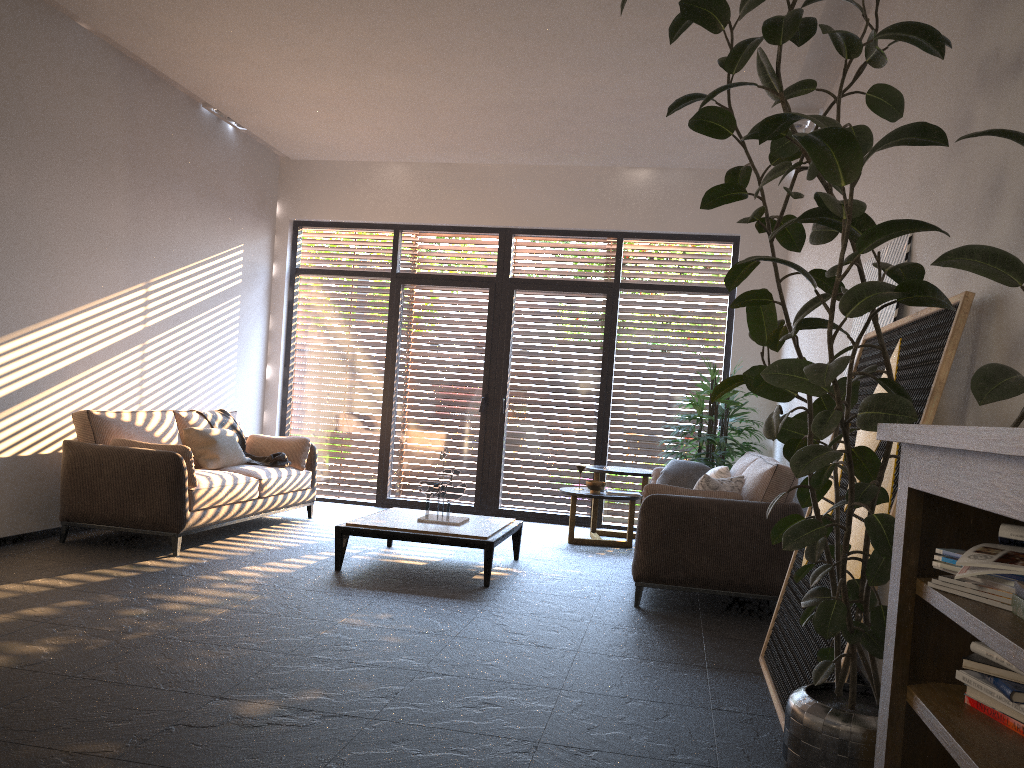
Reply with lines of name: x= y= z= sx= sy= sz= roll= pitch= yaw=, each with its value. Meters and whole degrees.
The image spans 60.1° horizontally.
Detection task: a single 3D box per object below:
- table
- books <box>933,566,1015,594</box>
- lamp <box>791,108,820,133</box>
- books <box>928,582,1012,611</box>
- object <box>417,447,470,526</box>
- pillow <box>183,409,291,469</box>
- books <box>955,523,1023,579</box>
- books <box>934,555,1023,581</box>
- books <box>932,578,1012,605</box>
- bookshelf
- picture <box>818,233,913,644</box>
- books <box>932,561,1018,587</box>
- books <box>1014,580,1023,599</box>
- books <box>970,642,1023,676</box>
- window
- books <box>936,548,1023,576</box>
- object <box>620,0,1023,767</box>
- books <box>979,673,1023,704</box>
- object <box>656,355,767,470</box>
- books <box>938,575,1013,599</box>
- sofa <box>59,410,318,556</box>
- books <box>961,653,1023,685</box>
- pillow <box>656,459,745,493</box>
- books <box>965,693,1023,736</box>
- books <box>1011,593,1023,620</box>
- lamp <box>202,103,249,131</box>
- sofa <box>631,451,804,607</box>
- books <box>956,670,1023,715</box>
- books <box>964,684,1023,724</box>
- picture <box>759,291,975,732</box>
table: x=-0.538 y=1.106 z=6.171 sx=1.048 sy=0.307 sz=1.116 roll=4 pitch=-1 yaw=10
books: x=1.012 y=0.381 z=1.681 sx=0.253 sy=0.011 sz=0.318 roll=4 pitch=-1 yaw=-8
lamp: x=2.258 y=-2.075 z=7.028 sx=0.253 sy=0.066 sz=0.645 roll=4 pitch=-1 yaw=11
books: x=1.001 y=0.412 z=1.664 sx=0.253 sy=0.011 sz=0.318 roll=4 pitch=-1 yaw=-16
object: x=-1.924 y=-1.486 z=2.138 sx=0.365 sy=4.479 sz=8.914 roll=5 pitch=0 yaw=22
pillow: x=-2.501 y=0.571 z=7.497 sx=0.953 sy=0.709 sz=1.019 roll=4 pitch=0 yaw=35
books: x=1.021 y=0.335 z=1.608 sx=0.273 sy=0.109 sz=0.321 roll=5 pitch=-1 yaw=-45
books: x=1.023 y=0.360 z=1.680 sx=0.253 sy=0.011 sz=0.318 roll=5 pitch=-1 yaw=-18
books: x=1.007 y=0.401 z=1.654 sx=0.253 sy=0.011 sz=0.318 roll=5 pitch=-1 yaw=-20
bookshelf: x=0.836 y=0.654 z=1.047 sx=0.450 sy=1.173 sz=1.919 roll=4 pitch=0 yaw=11
picture: x=1.593 y=0.356 z=4.221 sx=0.207 sy=2.022 sz=0.957 roll=4 pitch=1 yaw=11
books: x=1.012 y=0.370 z=1.664 sx=0.253 sy=0.011 sz=0.318 roll=5 pitch=-1 yaw=-18
books: x=0.954 y=0.365 z=1.461 sx=0.166 sy=0.024 sz=0.227 roll=4 pitch=-1 yaw=15
books: x=1.011 y=0.534 z=1.694 sx=0.155 sy=0.020 sz=0.205 roll=4 pitch=-1 yaw=-5
window: x=-0.129 y=-0.135 z=9.069 sx=4.938 sy=3.033 sz=0.459 roll=4 pitch=2 yaw=10
books: x=1.026 y=0.350 z=1.688 sx=0.253 sy=0.011 sz=0.318 roll=4 pitch=-1 yaw=-13
object: x=0.916 y=-0.320 z=2.473 sx=0.908 sy=3.204 sz=2.008 roll=4 pitch=1 yaw=-12
books: x=1.007 y=0.578 z=1.709 sx=0.162 sy=0.023 sz=0.231 roll=4 pitch=-1 yaw=11
object: x=1.773 y=0.603 z=7.855 sx=0.980 sy=1.725 sz=0.911 roll=4 pitch=1 yaw=-24
books: x=1.013 y=0.391 z=1.637 sx=0.253 sy=0.011 sz=0.318 roll=5 pitch=-1 yaw=-23
sofa: x=-2.423 y=0.685 z=6.981 sx=0.992 sy=0.920 sz=2.321 roll=4 pitch=-1 yaw=11
books: x=1.006 y=0.555 z=1.701 sx=0.147 sy=0.023 sz=0.220 roll=5 pitch=-2 yaw=-38
pillow: x=1.310 y=0.751 z=6.331 sx=0.618 sy=0.343 sz=1.893 roll=4 pitch=-1 yaw=11
books: x=1.009 y=0.641 z=1.696 sx=0.159 sy=0.021 sz=0.224 roll=4 pitch=-1 yaw=-4
books: x=0.955 y=0.393 z=1.452 sx=0.179 sy=0.034 sz=0.243 roll=4 pitch=-1 yaw=14
lamp: x=-2.476 y=-2.393 z=7.895 sx=0.253 sy=0.066 sz=0.645 roll=4 pitch=-1 yaw=11
sofa: x=1.415 y=0.943 z=6.278 sx=0.992 sy=0.920 sz=2.321 roll=4 pitch=-1 yaw=11
books: x=1.006 y=0.599 z=1.701 sx=0.174 sy=0.019 sz=0.243 roll=4 pitch=-1 yaw=-4
books: x=1.004 y=0.619 z=1.696 sx=0.155 sy=0.022 sz=0.205 roll=4 pitch=-1 yaw=-10
picture: x=1.308 y=0.531 z=3.505 sx=0.386 sy=1.607 sz=1.497 roll=4 pitch=0 yaw=11
